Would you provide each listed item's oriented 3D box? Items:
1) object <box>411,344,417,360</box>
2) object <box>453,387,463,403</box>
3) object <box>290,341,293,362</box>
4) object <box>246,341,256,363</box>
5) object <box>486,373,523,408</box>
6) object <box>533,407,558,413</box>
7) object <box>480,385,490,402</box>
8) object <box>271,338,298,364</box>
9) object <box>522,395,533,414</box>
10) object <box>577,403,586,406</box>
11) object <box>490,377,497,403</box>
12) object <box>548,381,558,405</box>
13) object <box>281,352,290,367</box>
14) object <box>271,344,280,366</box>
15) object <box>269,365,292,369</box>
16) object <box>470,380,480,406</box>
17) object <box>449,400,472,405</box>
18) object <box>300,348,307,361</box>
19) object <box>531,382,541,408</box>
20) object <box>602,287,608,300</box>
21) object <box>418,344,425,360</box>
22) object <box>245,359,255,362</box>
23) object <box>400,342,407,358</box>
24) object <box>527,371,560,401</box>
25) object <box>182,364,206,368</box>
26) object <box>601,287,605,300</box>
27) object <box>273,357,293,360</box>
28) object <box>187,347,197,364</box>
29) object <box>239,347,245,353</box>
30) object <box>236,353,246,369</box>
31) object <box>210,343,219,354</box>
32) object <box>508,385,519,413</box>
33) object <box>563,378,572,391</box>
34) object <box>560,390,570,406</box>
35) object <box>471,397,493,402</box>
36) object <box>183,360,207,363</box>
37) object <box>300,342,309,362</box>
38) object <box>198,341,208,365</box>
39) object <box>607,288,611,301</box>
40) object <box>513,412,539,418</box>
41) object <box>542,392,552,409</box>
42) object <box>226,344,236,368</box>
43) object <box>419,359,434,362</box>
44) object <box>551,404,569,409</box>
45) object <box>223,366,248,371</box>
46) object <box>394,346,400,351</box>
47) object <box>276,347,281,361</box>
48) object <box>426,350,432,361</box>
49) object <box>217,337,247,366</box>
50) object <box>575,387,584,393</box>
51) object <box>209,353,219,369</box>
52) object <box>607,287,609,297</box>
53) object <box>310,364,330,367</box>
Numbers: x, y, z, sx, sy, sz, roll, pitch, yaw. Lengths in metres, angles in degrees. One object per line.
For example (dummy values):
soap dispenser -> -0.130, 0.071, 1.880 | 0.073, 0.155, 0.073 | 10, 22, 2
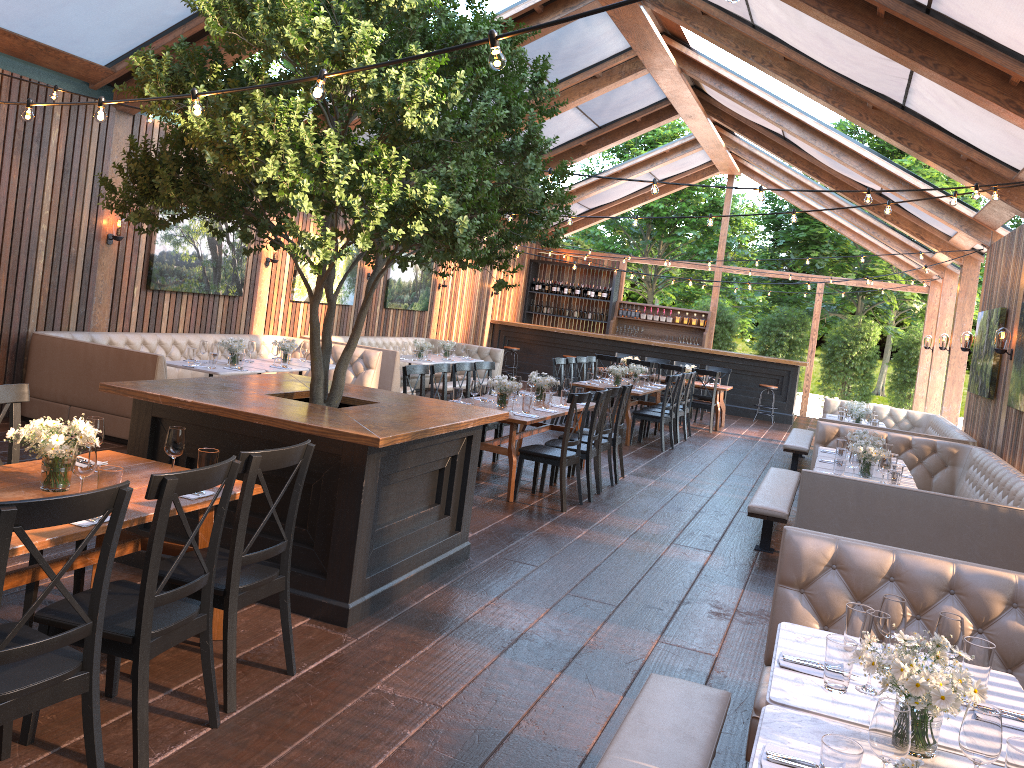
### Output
object -> -1.473, -0.481, 13.298 | 0.092, 0.244, 0.093 | 7, 2, -22
object -> -0.499, 0.116, 8.077 | 0.091, 0.158, 0.092 | 5, 3, -43
object -> -2.681, -0.392, 10.676 | 0.092, 0.244, 0.093 | 7, 2, -22
object -> -2.943, -0.361, 9.973 | 0.092, 0.244, 0.093 | 7, 2, -22
object -> -0.075, 0.065, 8.392 | 0.337, 0.309, 0.329 | 8, 4, 16
object -> 0.304, 0.247, 8.534 | 0.256, 0.019, 0.157 | 9, 6, 21
object -> -0.266, 0.091, 8.618 | 0.091, 0.158, 0.092 | 5, 3, -43
object -> -2.654, -0.396, 10.404 | 0.338, 0.309, 0.328 | 10, 4, 37
object -> 0.137, 0.190, 8.154 | 0.092, 0.158, 0.091 | 9, 3, 37
object -> 0.699, 0.202, 9.555 | 0.256, 0.019, 0.157 | 9, 6, 21
object -> -0.169, 0.062, 8.661 | 0.092, 0.244, 0.092 | 8, 2, 18
object -> 0.418, 0.092, 9.133 | 0.092, 0.244, 0.092 | 8, 2, 23
object -> -2.577, -0.276, 10.032 | 0.092, 0.158, 0.092 | 8, 2, 7
object -> -2.676, -0.329, 10.000 | 0.092, 0.244, 0.093 | 7, 2, -22
object -> -2.596, -0.193, 9.867 | 0.256, 0.019, 0.157 | 9, 6, 21
object -> -0.346, 0.091, 8.086 | 0.092, 0.244, 0.092 | 7, 2, 1
object -> -0.472, 0.174, 8.246 | 0.256, 0.019, 0.157 | 9, 6, 21
object -> -2.589, -0.366, 10.980 | 0.091, 0.158, 0.092 | 6, 3, -33
object -> 0.229, 0.111, 8.668 | 0.092, 0.244, 0.092 | 8, 2, 18
object -> 2.224, -2.165, 21.183 | 0.137, 0.315, 0.136 | 8, 2, 27
object -> -1.376, -0.489, 13.520 | 0.092, 0.244, 0.093 | 7, 2, -22
object -> -3.052, -0.274, 10.111 | 0.256, 0.019, 0.157 | 9, 6, 21
object -> -1.646, -0.519, 13.463 | 0.092, 0.244, 0.093 | 7, 2, -22
object -> 0.318, 0.025, 9.365 | 0.335, 0.309, 0.331 | 5, 4, -32
object -> -3.199, -0.186, 8.964 | 0.158, 0.019, 0.255 | 9, 6, 20
object -> 2.204, -2.179, 21.323 | 0.077, 0.308, 0.077 | 7, 2, -1
object -> -2.790, -0.306, 10.814 | 0.256, 0.019, 0.157 | 9, 6, 21
object -> -3.333, -0.295, 9.193 | 0.092, 0.158, 0.092 | 8, 2, 7
object -> -3.053, -0.329, 9.943 | 0.092, 0.158, 0.092 | 8, 2, 7
object -> -2.854, -0.244, 9.310 | 0.092, 0.158, 0.092 | 8, 2, 7
object -> -3.050, -0.289, 9.057 | 0.092, 0.244, 0.093 | 7, 2, -22
object -> 0.014, 0.135, 8.115 | 0.092, 0.244, 0.093 | 7, 2, -22
object -> 0.602, 0.063, 9.695 | 0.092, 0.244, 0.092 | 8, 2, 23
object -> 0.547, 0.147, 9.185 | 0.091, 0.158, 0.092 | 5, 3, -43
object -> -0.280, 0.151, 8.795 | 0.256, 0.019, 0.157 | 9, 6, 21
object -> -3.331, -0.240, 9.361 | 0.256, 0.019, 0.157 | 9, 6, 21
object -> -2.554, -0.394, 10.874 | 0.092, 0.244, 0.093 | 7, 2, -22
object -> -3.223, -0.327, 9.222 | 0.092, 0.244, 0.093 | 7, 2, -22
object -> 2.328, -2.142, 21.129 | 0.076, 0.302, 0.075 | 9, 2, 37
object -> 0.111, 0.275, 7.962 | 0.256, 0.019, 0.157 | 9, 6, 21
object -> 0.342, 0.165, 8.707 | 0.092, 0.158, 0.091 | 9, 3, 27
object -> -2.953, -0.297, 9.279 | 0.092, 0.244, 0.093 | 7, 2, -22
object -> -1.296, -0.353, 13.387 | 0.256, 0.019, 0.157 | 9, 6, 21
object -> 0.494, 0.227, 9.010 | 0.256, 0.019, 0.157 | 9, 6, 21
object -> -2.873, -0.161, 9.146 | 0.256, 0.019, 0.157 | 9, 6, 21
object -> -1.756, -0.487, 13.434 | 0.092, 0.158, 0.092 | 8, 2, 7
object -> -2.791, -0.361, 10.646 | 0.092, 0.158, 0.092 | 8, 2, 7
object -> -1.277, -0.436, 13.551 | 0.092, 0.158, 0.092 | 8, 2, 7
object -> -2.989, -0.356, 9.505 | 0.338, 0.309, 0.328 | 10, 4, 32
object -> 0.738, 0.120, 9.737 | 0.091, 0.158, 0.092 | 6, 3, -33
object -> -3.025, -0.233, 8.953 | 0.092, 0.158, 0.092 | 8, 2, 7
object -> 2.306, -2.176, 21.301 | 0.087, 0.334, 0.087 | 7, 2, 0
object -> -2.320, -0.227, 10.615 | 0.256, 0.019, 0.157 | 9, 6, 21
